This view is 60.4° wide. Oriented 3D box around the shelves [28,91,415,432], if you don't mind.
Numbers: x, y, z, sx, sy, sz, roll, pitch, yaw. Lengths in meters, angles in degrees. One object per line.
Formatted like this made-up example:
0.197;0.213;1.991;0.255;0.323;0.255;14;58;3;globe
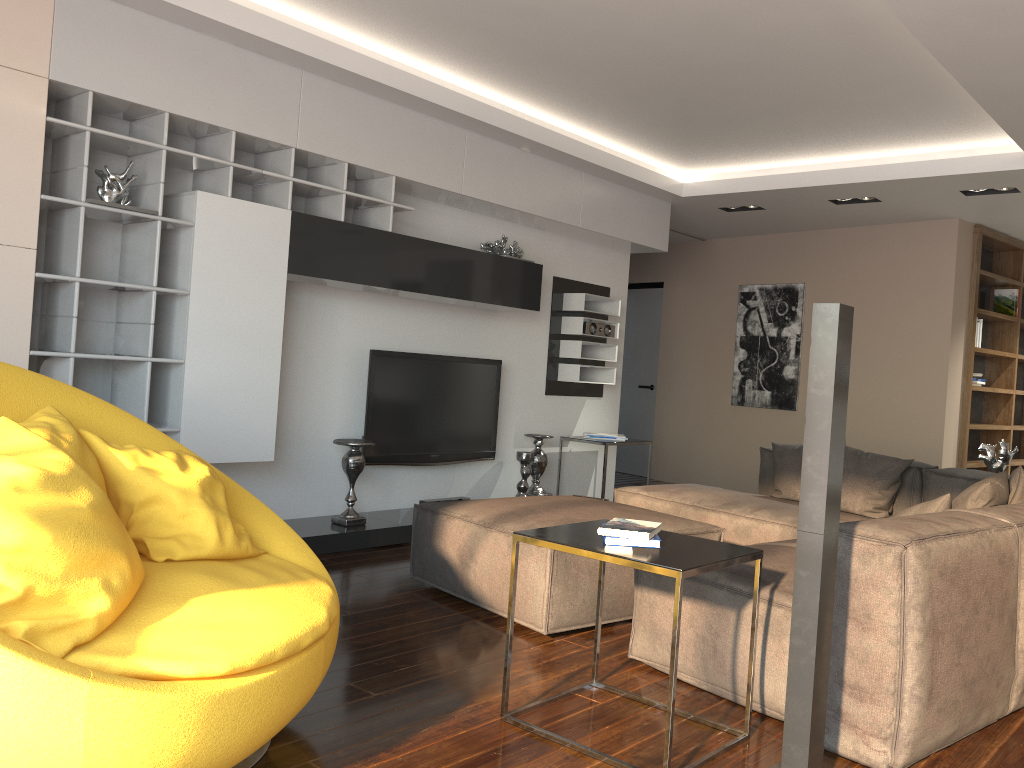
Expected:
-1.412;-0.423;4.464;0.359;1.600;2.026;4;0;41;shelves

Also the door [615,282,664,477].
1.292;-0.065;9.719;0.162;2.093;0.947;4;0;-39;door

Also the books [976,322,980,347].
3.810;-0.410;7.325;0.022;0.205;0.147;4;0;-39;books

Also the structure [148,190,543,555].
-0.624;0.023;5.321;0.455;1.766;3.040;4;0;41;structure

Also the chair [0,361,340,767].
-1.032;0.434;2.265;1.123;1.005;1.536;4;1;8;chair

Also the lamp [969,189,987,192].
3.227;-1.373;6.105;0.186;0.077;0.167;3;1;-43;lamp

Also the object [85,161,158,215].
-1.785;-0.886;3.924;0.269;0.227;0.300;4;1;41;object

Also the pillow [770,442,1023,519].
1.937;0.509;4.180;1.051;0.431;2.111;4;1;5;pillow

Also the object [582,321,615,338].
0.662;-0.424;6.858;0.068;0.094;0.380;4;1;41;object

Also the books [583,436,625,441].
0.722;0.420;6.838;0.317;0.011;0.254;4;1;4;books

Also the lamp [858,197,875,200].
2.654;-1.421;6.588;0.168;0.077;0.186;5;1;36;lamp

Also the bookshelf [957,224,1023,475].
6.240;0.087;9.502;6.911;2.490;0.275;3;0;-41;bookshelf

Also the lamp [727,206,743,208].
1.828;-1.491;7.284;0.186;0.077;0.167;3;1;-43;lamp

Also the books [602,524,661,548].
0.354;0.454;2.642;0.163;0.023;0.231;4;1;1;books

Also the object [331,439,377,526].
-0.906;0.556;4.990;0.228;0.475;0.251;4;0;33;object

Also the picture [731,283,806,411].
2.400;-0.356;8.267;0.030;1.165;0.712;4;0;-39;picture

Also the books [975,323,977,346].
3.757;-0.431;7.284;0.020;0.244;0.165;4;0;-39;books

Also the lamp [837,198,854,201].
2.523;-1.432;6.698;0.186;0.077;0.167;3;1;-43;lamp

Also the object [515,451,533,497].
0.078;0.659;6.126;0.117;0.371;0.129;4;0;35;object

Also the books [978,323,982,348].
3.861;-0.407;7.383;0.022;0.205;0.147;4;0;-39;books

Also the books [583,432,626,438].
0.719;0.398;6.852;0.320;0.011;0.252;4;1;-1;books

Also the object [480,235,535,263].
-0.052;-0.921;5.985;0.307;0.177;0.340;5;1;41;object

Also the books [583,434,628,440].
0.725;0.409;6.847;0.323;0.011;0.249;4;1;-6;books

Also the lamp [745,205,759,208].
1.958;-1.480;7.174;0.168;0.077;0.186;5;1;36;lamp

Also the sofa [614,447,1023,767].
1.266;0.714;4.193;2.621;0.704;2.588;3;1;-39;sofa

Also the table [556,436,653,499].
0.720;0.707;6.850;0.427;0.563;0.633;4;0;41;table

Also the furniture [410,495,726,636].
0.254;0.773;4.141;1.157;0.440;1.035;3;1;-39;furniture

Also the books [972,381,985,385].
3.884;-0.014;7.452;0.165;0.019;0.257;5;1;41;books

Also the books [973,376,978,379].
3.848;-0.061;7.489;0.233;0.023;0.139;3;1;-43;books

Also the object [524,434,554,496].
0.176;0.608;6.348;0.209;0.482;0.229;4;0;35;object

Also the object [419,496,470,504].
-0.422;0.771;5.535;0.068;0.094;0.380;4;1;41;object

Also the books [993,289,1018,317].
4.394;-0.718;7.832;0.045;0.248;0.182;4;0;-39;books

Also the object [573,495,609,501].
0.401;0.578;4.473;0.197;0.015;0.054;5;1;40;object

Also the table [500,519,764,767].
0.357;0.748;2.623;0.569;0.563;0.475;4;0;41;table

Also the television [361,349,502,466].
-0.526;0.166;5.691;0.137;0.714;1.161;4;0;42;television

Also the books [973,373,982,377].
3.899;-0.078;7.468;0.150;0.020;0.212;4;1;21;books

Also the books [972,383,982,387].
3.893;0.007;7.469;0.150;0.022;0.212;4;1;21;books

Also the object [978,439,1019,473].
2.813;0.457;5.064;0.280;0.287;0.289;4;0;11;object

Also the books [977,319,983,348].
3.866;-0.425;7.409;0.020;0.244;0.165;4;0;-39;books

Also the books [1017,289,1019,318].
4.440;-0.718;7.870;0.025;0.251;0.168;4;0;-39;books

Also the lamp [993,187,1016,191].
3.358;-1.362;5.995;0.175;0.077;0.178;4;1;6;lamp

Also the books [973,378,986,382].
3.884;-0.036;7.459;0.244;0.023;0.154;3;1;-39;books

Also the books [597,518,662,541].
0.354;0.432;2.628;0.151;0.022;0.211;4;1;18;books
